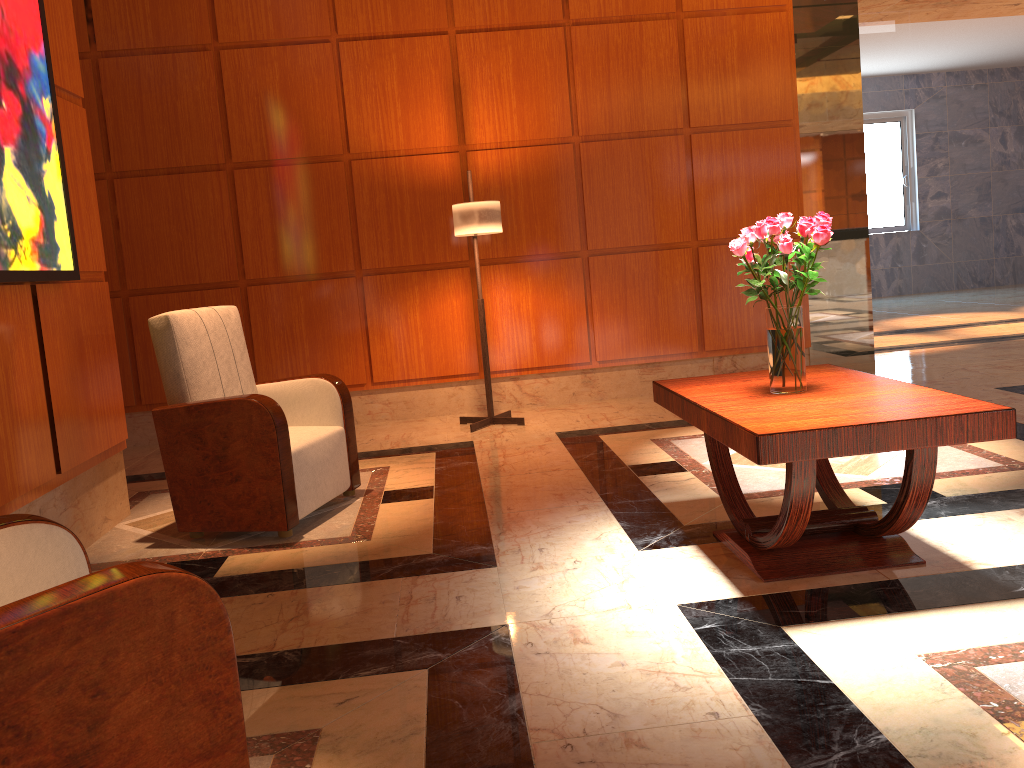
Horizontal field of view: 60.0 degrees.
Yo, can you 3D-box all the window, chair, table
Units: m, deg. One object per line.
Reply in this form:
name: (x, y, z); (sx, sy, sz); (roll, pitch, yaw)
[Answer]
window: (5.018, -3.293, 14.177); (2.884, 1.905, 0.138); (-6, 5, -5)
chair: (-0.951, 0.429, 1.560); (0.738, 0.957, 0.631); (1, 9, 45)
table: (0.983, 0.290, 2.978); (0.725, 0.532, 1.172); (-5, 7, -4)
chair: (-1.148, 0.119, 3.977); (0.628, 0.957, 0.741); (-3, 6, 15)

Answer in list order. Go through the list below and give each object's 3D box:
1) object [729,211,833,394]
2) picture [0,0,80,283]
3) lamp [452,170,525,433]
object: (0.903, -0.268, 2.937); (0.326, 0.593, 0.352); (-3, 6, 16)
picture: (-1.818, -1.161, 2.613); (0.056, 1.729, 2.004); (-5, 7, -4)
lamp: (-0.184, -0.540, 5.686); (0.360, 1.654, 0.528); (-6, 6, -14)
